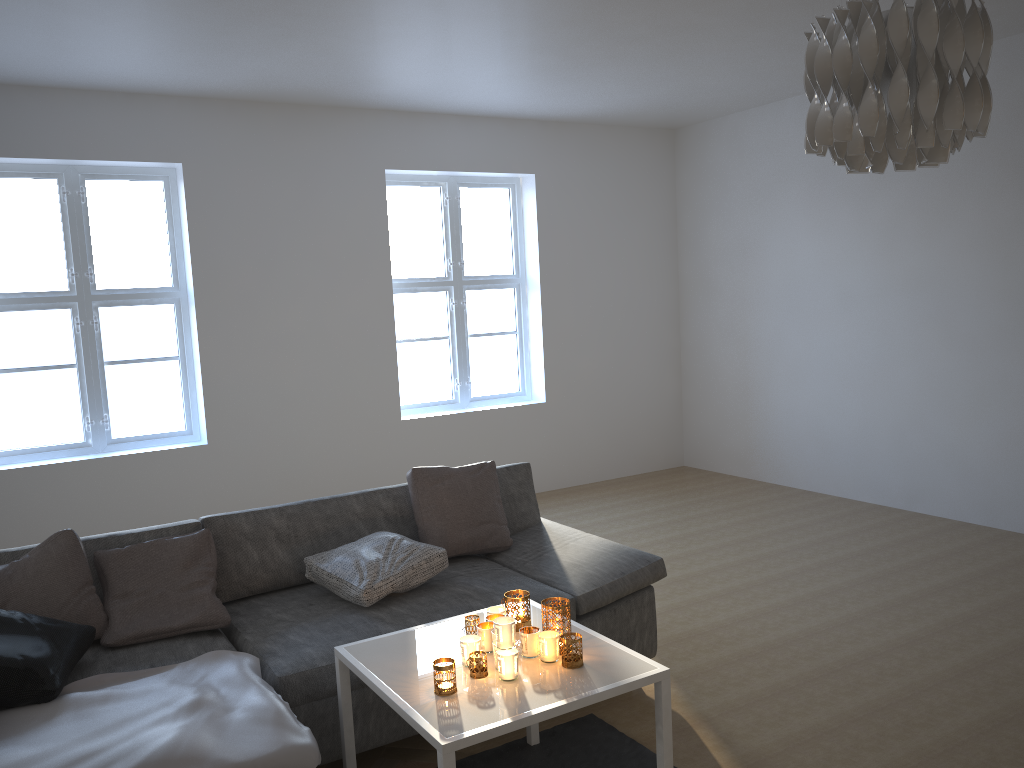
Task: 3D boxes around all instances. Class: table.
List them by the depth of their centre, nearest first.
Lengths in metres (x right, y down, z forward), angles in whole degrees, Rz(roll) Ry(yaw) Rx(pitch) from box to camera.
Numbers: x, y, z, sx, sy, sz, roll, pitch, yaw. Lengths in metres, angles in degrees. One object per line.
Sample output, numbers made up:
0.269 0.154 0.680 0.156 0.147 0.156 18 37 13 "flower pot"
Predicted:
-0.040 1.016 2.511 0.674 0.505 0.714 -6 7 -31 "table"

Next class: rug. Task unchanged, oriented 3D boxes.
-0.025 1.331 1.778 2.013 0.055 2.109 -6 7 -31 "rug"

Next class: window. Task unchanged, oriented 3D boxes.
-2.570 -0.433 5.310 1.200 1.712 0.077 -7 7 -30 "window"
-0.422 -0.668 6.583 1.200 1.712 0.077 -7 7 -30 "window"

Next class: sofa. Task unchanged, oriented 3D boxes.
-0.681 0.893 3.007 2.630 0.774 1.553 -6 7 -30 "sofa"

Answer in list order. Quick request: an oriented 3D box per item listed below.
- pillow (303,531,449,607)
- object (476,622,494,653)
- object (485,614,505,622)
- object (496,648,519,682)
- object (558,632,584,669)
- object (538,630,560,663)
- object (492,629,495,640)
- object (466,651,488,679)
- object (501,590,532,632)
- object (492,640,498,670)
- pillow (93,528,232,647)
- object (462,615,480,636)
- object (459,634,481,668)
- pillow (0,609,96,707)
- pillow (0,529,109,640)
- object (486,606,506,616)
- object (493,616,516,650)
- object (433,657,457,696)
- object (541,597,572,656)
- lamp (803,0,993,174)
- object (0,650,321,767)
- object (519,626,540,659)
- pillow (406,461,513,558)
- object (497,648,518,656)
-0.505 0.690 3.334 0.404 0.194 0.405 -9 8 -44 "pillow"
-0.070 0.725 2.533 0.060 0.073 0.060 -4 6 -6 "object"
-0.046 0.718 2.593 0.060 0.073 0.060 -4 6 -6 "object"
-0.011 0.741 2.340 0.060 0.073 0.060 2 8 39 "object"
0.162 0.722 2.404 0.060 0.079 0.060 -8 8 -40 "object"
0.103 0.725 2.442 0.060 0.073 0.060 -8 8 -41 "object"
-0.025 0.727 2.484 0.060 0.073 0.060 -1 6 15 "object"
-0.090 0.749 2.368 0.052 0.058 0.050 0 7 29 "object"
0.018 0.689 2.694 0.080 0.104 0.080 -8 8 -40 "object"
-0.022 0.735 2.406 0.060 0.073 0.060 2 8 39 "object"
-1.218 0.707 3.082 0.414 0.311 0.336 -6 7 -25 "pillow"
-0.120 0.722 2.619 0.054 0.068 0.047 -1 7 19 "object"
-0.113 0.736 2.441 0.060 0.073 0.060 -4 6 -6 "object"
-1.480 0.788 2.585 0.401 0.248 0.420 -4 6 -10 "pillow"
-1.587 0.712 2.925 0.429 0.403 0.324 -9 8 -43 "pillow"
-0.046 0.711 2.660 0.060 0.073 0.060 -1 7 21 "object"
-0.018 0.665 2.364 0.060 0.073 0.060 -5 6 -15 "object"
-0.173 0.752 2.280 0.060 0.079 0.060 -7 8 -36 "object"
0.128 0.684 2.506 0.090 0.140 0.086 1 7 30 "object"
0.766 -0.976 1.777 0.355 1.067 0.353 -2 7 12 "lamp"
-0.968 1.081 2.338 0.811 0.438 0.725 -7 7 -32 "object"
0.051 0.724 2.481 0.060 0.073 0.060 -8 8 -41 "object"
-0.217 0.528 3.732 0.426 0.391 0.241 -6 7 -30 "pillow"
-0.011 0.738 2.340 0.056 0.067 0.056 -1 7 21 "object"
